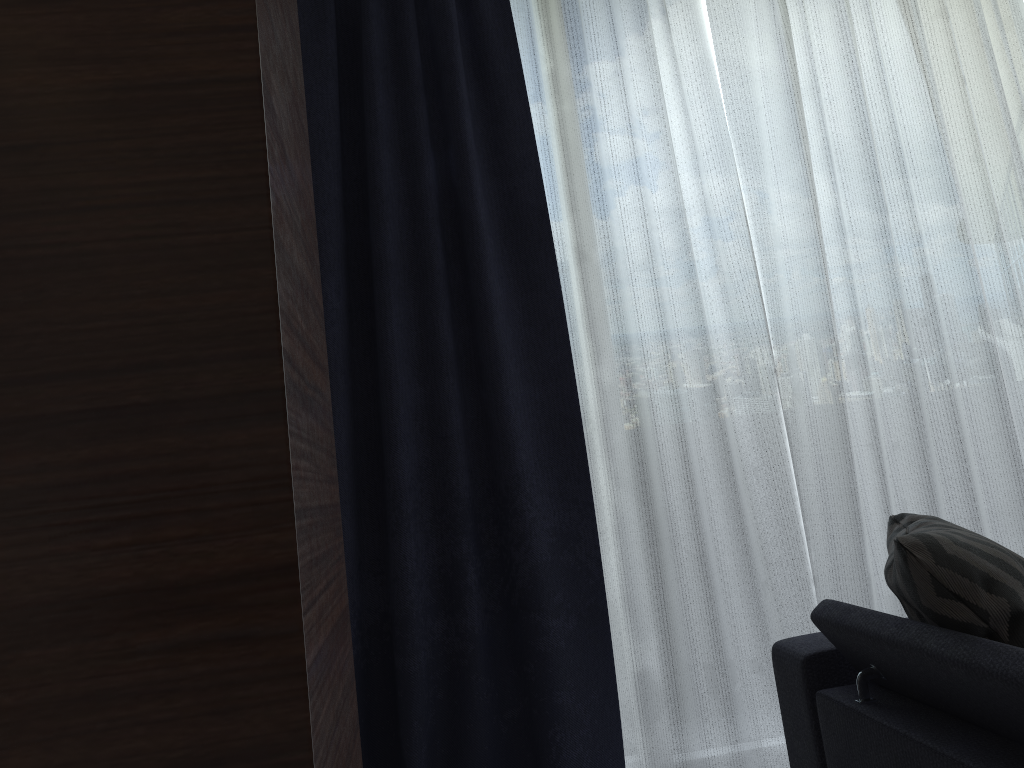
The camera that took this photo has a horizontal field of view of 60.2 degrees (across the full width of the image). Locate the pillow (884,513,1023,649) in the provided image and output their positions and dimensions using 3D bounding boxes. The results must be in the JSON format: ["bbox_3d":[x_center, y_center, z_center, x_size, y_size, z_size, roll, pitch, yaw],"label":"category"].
[{"bbox_3d":[0.889,0.495,1.574,0.353,0.526,0.593,-11,-9,23],"label":"pillow"}]

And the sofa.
[{"bbox_3d":[1.674,0.477,0.625,1.901,0.617,2.831,-6,-6,-7],"label":"sofa"}]

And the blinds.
[{"bbox_3d":[2.178,-0.748,0.149,7.139,2.815,5.717,-7,-7,-4],"label":"blinds"}]
